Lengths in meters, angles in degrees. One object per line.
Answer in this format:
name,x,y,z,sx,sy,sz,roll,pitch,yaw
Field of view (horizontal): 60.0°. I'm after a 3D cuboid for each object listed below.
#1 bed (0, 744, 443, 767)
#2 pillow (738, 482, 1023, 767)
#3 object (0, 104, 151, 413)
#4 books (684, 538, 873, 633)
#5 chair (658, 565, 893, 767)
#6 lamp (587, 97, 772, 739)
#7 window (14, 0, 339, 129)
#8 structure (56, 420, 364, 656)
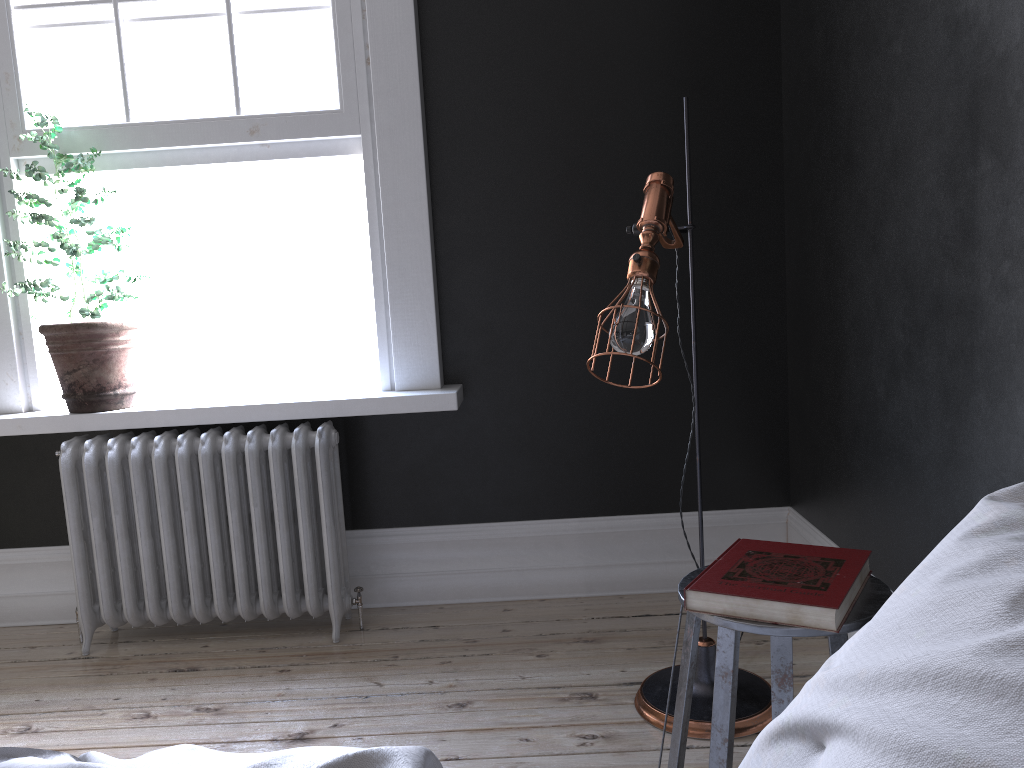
bed,-0.525,0.614,0.558,3.282,1.301,2.759,-5,6,-10
pillow,0.573,0.372,0.449,0.680,0.761,1.826,-3,6,1
object,-1.662,-0.459,3.371,0.474,1.136,0.504,3,9,41
books,0.526,0.381,1.727,0.275,0.045,0.345,0,7,31
chair,0.549,0.736,1.784,0.612,0.674,0.613,-10,9,-44
lamp,0.687,0.057,2.759,0.437,1.783,1.714,3,9,39
window,-1.287,-1.434,3.388,1.263,1.019,0.056,-3,7,1
structure,-1.162,0.594,3.434,1.141,0.850,0.275,-3,7,1
